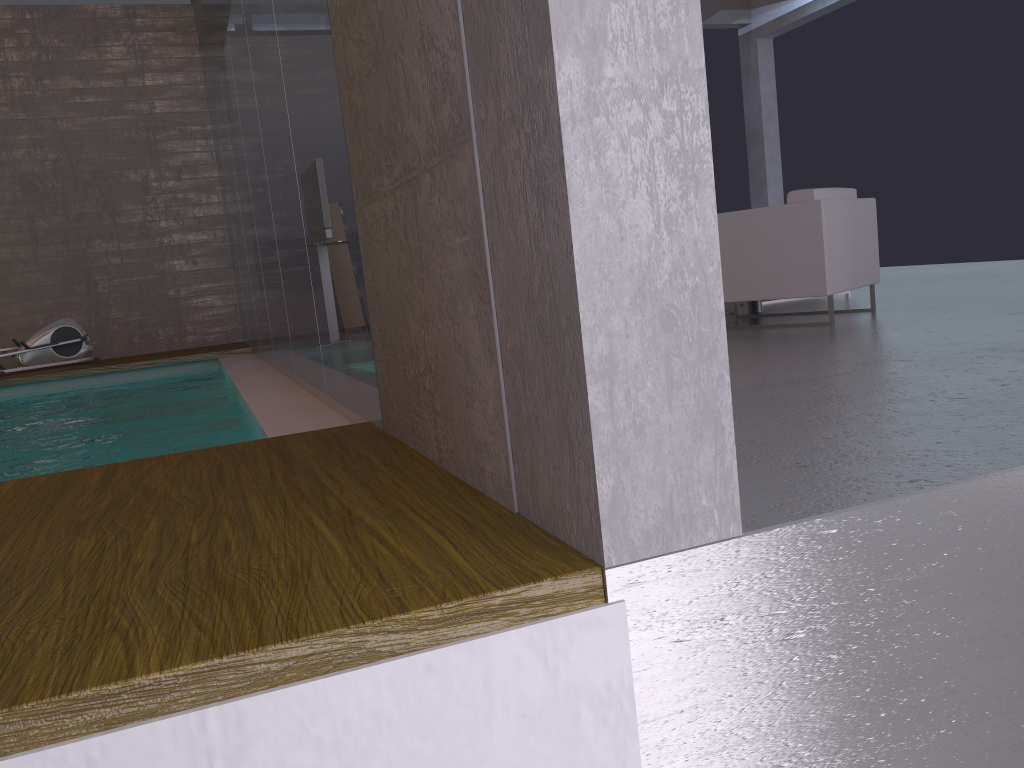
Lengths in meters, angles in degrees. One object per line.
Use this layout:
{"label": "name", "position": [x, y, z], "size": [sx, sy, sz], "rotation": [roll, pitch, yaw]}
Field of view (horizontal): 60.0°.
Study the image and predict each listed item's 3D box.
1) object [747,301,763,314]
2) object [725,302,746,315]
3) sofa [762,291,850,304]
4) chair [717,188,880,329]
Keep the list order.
{"label": "object", "position": [1.768, -0.731, 6.496], "size": [0.109, 0.435, 0.109], "rotation": [-5, 7, 7]}
{"label": "object", "position": [1.672, -0.571, 6.704], "size": [0.079, 0.087, 0.235], "rotation": [-13, 10, -41]}
{"label": "sofa", "position": [2.063, -1.230, 8.559], "size": [1.026, 0.824, 2.353], "rotation": [-9, 8, -19]}
{"label": "chair", "position": [1.692, -0.808, 5.730], "size": [1.026, 0.808, 0.936], "rotation": [0, 10, 40]}
